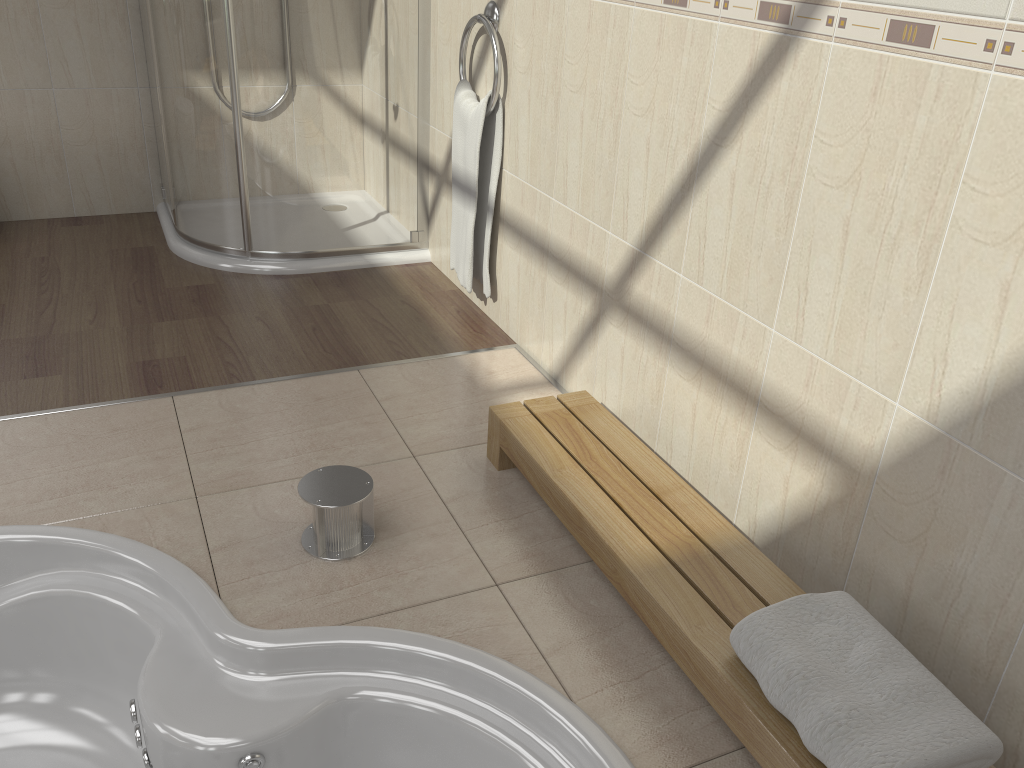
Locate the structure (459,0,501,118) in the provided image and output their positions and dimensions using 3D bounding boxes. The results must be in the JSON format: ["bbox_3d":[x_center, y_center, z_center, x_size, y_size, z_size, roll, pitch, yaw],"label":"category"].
[{"bbox_3d":[-0.085,-0.950,2.603,0.051,0.332,0.291,-9,30,-23],"label":"structure"}]

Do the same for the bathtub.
[{"bbox_3d":[-0.749,1.036,1.087,1.754,0.674,1.751,12,28,17],"label":"bathtub"}]

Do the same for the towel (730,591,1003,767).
[{"bbox_3d":[0.493,0.441,1.284,0.233,0.099,0.331,-7,29,-19],"label":"towel"}]

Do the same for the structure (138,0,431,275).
[{"bbox_3d":[-0.851,-1.447,3.117,0.900,1.917,0.900,-9,30,-23],"label":"structure"}]

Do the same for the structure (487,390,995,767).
[{"bbox_3d":[0.324,0.374,1.657,0.260,0.140,1.280,-9,30,-23],"label":"structure"}]

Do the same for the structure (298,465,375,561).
[{"bbox_3d":[-0.356,0.261,1.805,0.150,0.131,0.150,-15,32,-32],"label":"structure"}]

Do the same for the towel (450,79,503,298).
[{"bbox_3d":[-0.122,-0.603,2.763,0.083,0.635,0.280,-9,30,-22],"label":"towel"}]
